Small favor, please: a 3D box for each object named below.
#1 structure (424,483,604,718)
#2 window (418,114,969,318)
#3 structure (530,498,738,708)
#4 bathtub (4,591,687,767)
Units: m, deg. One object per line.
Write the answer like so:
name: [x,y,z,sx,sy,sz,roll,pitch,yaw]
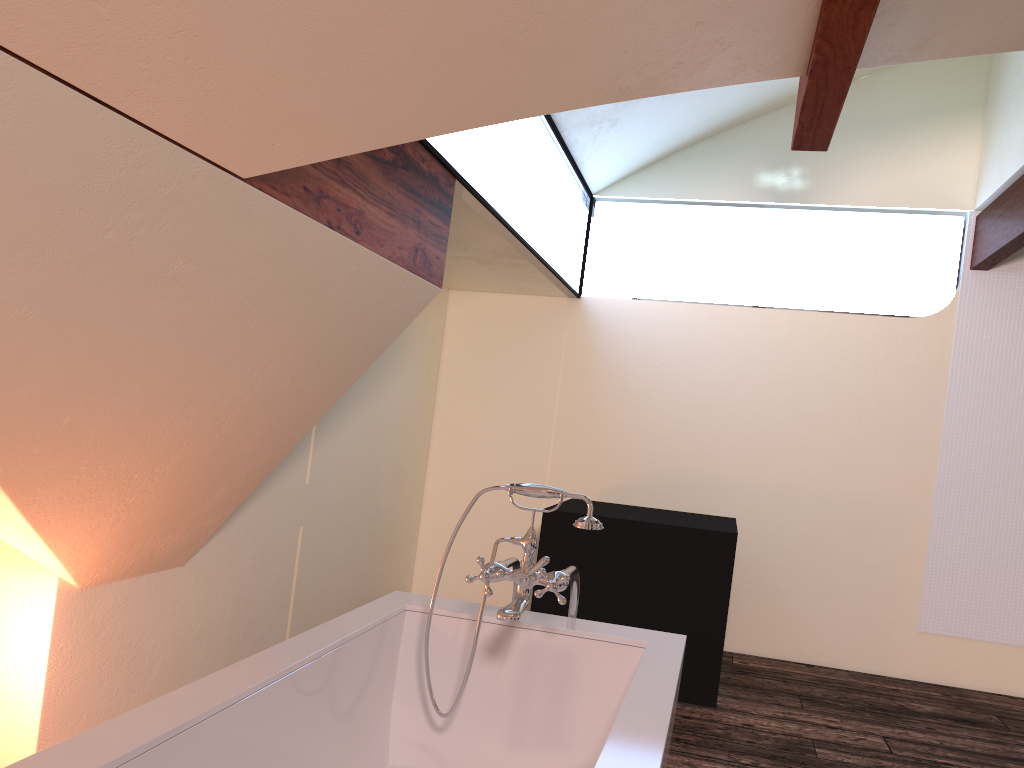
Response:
structure: [0.033,0.828,2.211,0.383,1.120,0.555,6,-1,28]
window: [0.995,-0.912,3.311,2.105,0.676,3.524,6,-3,14]
structure: [0.607,1.134,4.338,0.868,0.860,0.802,6,-1,14]
bathtub: [-0.235,0.942,1.289,0.798,0.693,2.220,6,-2,14]
